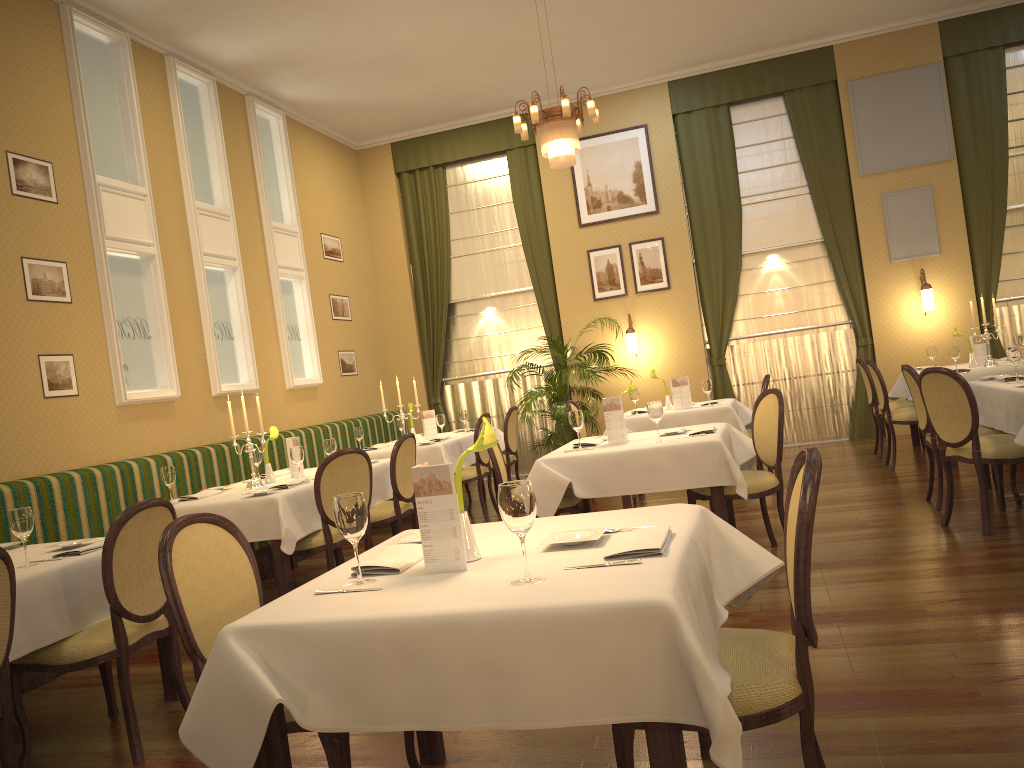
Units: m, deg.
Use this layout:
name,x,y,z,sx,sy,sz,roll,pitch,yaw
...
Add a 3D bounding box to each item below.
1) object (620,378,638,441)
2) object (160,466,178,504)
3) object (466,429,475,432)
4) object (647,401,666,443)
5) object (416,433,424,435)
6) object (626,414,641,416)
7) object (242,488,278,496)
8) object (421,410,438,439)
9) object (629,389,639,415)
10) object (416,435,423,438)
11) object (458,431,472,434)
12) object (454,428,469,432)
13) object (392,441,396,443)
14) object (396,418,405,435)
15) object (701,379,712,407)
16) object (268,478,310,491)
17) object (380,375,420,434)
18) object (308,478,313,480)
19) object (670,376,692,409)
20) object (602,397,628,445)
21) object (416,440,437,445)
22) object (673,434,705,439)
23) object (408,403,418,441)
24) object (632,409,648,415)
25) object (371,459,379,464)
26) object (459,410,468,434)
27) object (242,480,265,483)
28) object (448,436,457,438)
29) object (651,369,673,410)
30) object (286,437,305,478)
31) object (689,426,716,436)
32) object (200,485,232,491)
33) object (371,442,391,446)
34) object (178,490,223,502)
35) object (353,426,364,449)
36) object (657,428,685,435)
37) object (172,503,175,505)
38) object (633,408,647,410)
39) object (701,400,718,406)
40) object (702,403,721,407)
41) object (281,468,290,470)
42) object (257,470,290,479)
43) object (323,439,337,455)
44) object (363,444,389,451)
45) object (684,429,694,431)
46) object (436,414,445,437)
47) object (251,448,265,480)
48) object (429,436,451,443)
name,x,y,z,sx,sy,sz,roll,pitch,yaw
object,0.688,0.153,5.316,0.163,0.375,0.076,-8,0,-8
object,-2.070,0.613,5.366,0.088,0.229,0.088,-8,0,-27
object,-0.370,0.460,8.942,0.142,0.024,0.273,-8,0,15
object,0.811,0.212,4.964,0.088,0.229,0.088,-8,0,-33
object,-0.991,0.544,9.378,0.160,0.024,0.160,-8,0,15
object,1.088,0.268,7.725,0.185,0.010,0.017,-8,0,17
object,-1.455,0.633,5.128,0.160,0.024,0.160,-8,0,15
object,-0.826,0.398,8.624,0.166,0.277,0.081,-8,0,32
object,1.086,0.157,7.807,0.088,0.229,0.088,-8,0,-27
object,-1.032,0.548,9.111,0.142,0.033,0.273,-8,0,15
object,-0.482,0.482,8.777,0.185,0.010,0.017,-8,0,15
object,-0.524,0.480,9.093,0.160,0.024,0.160,-8,0,15
object,-1.109,0.569,8.833,0.185,0.010,0.017,-8,0,17
object,-1.111,0.459,8.915,0.088,0.229,0.088,-8,0,-27
object,1.660,0.078,7.514,0.088,0.229,0.088,-8,0,-27
object,-1.367,0.616,5.435,0.142,0.033,0.273,-8,0,15
object,-1.031,0.240,8.255,0.390,0.655,0.131,-8,0,21
object,-1.304,0.614,5.722,0.185,0.010,0.017,-8,0,15
object,1.468,0.082,7.744,0.166,0.277,0.081,-8,0,22
object,0.584,0.220,5.233,0.081,0.277,0.166,-8,0,-28
object,-0.754,0.520,7.732,0.160,0.024,0.160,-8,0,15
object,1.000,0.295,5.012,0.185,0.010,0.017,-8,0,15
object,-0.966,0.367,8.585,0.076,0.375,0.163,-8,0,2
object,1.165,0.247,8.003,0.142,0.033,0.273,-8,0,15
object,-1.071,0.573,6.338,0.142,0.024,0.273,-8,0,15
object,-0.465,0.370,8.665,0.088,0.229,0.088,-8,0,-27
object,-1.810,0.682,6.228,0.185,0.010,0.017,-8,0,17
object,-0.604,0.501,8.327,0.185,0.010,0.017,-8,0,15
object,1.341,0.047,7.928,0.163,0.375,0.076,-8,0,37
object,-1.488,0.505,6.115,0.081,0.277,0.166,-8,0,-23
object,1.112,0.274,5.177,0.142,0.024,0.273,-8,0,15
object,-1.953,0.698,5.874,0.160,0.024,0.160,-8,0,15
object,-1.252,0.585,8.479,0.160,0.024,0.160,-8,0,15
object,-1.950,0.697,5.561,0.142,0.033,0.273,-8,0,15
object,-1.370,0.500,7.970,0.088,0.229,0.088,-8,0,-27
object,0.958,0.293,5.328,0.160,0.024,0.160,-8,0,15
object,-2.084,0.724,5.282,0.181,0.015,0.038,-8,0,17
object,1.206,0.242,8.270,0.160,0.024,0.160,-8,0,15
object,1.753,0.169,7.867,0.142,0.024,0.273,-8,0,15
object,1.700,0.182,7.615,0.185,0.010,0.017,-8,0,15
object,-1.692,0.657,6.774,0.160,0.024,0.160,-8,0,15
object,-1.733,0.661,6.506,0.142,0.033,0.273,-8,0,15
object,-1.239,0.493,6.086,0.088,0.229,0.088,-8,0,-27
object,-1.249,0.584,8.165,0.142,0.033,0.273,-8,0,15
object,1.117,0.275,5.402,0.181,0.015,0.038,-8,0,17
object,-0.653,0.398,8.228,0.088,0.229,0.088,-8,0,-27
object,-1.811,0.572,6.311,0.088,0.229,0.088,-8,0,-33
object,-0.667,0.503,8.040,0.142,0.033,0.273,-8,0,15
